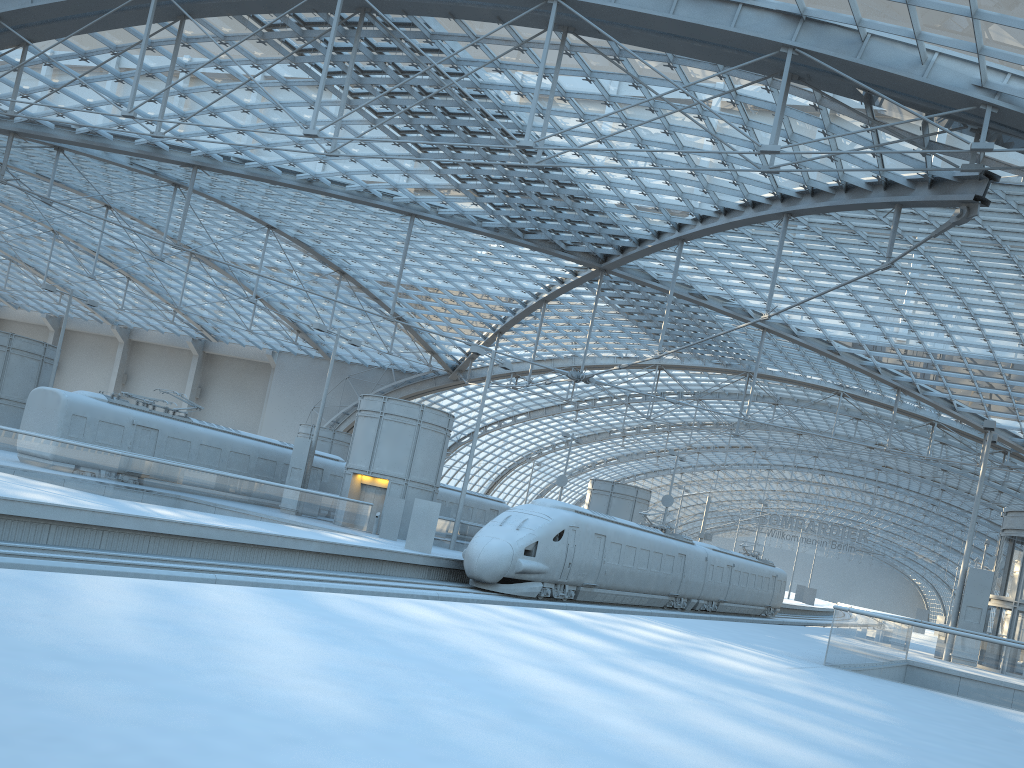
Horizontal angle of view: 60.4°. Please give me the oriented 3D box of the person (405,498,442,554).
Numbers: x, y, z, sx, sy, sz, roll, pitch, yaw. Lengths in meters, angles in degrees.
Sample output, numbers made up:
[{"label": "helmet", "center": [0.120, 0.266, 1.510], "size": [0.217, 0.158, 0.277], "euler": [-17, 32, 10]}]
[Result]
[{"label": "person", "center": [-2.845, 4.588, 28.242], "size": [0.873, 1.700, 0.001], "euler": [12, -2, 4]}]

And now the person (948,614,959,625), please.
[{"label": "person", "center": [30.235, 16.795, 60.455], "size": [0.069, 1.802, 0.777], "euler": [13, -3, -27]}]

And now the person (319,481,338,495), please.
[{"label": "person", "center": [-8.646, 5.445, 40.855], "size": [0.825, 1.726, 0.001], "euler": [12, -2, 4]}]

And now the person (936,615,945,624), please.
[{"label": "person", "center": [32.599, 18.461, 67.002], "size": [0.001, 1.606, 0.806], "euler": [12, -3, -13]}]

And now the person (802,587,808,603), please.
[{"label": "person", "center": [30.286, 21.675, 89.845], "size": [0.866, 1.700, 0.001], "euler": [10, -2, 30]}]

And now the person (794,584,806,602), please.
[{"label": "person", "center": [30.833, 22.469, 94.383], "size": [0.892, 1.793, 0.001], "euler": [10, -2, 25]}]

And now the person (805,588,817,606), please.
[{"label": "person", "center": [29.383, 20.915, 86.289], "size": [0.819, 1.726, 0.001], "euler": [10, -2, 30]}]

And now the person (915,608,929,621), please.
[{"label": "person", "center": [29.264, 16.984, 62.823], "size": [0.001, 1.793, 0.893], "euler": [13, -3, -34]}]

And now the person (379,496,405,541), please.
[{"label": "person", "center": [-4.427, 5.000, 32.495], "size": [0.707, 1.606, 0.001], "euler": [11, -2, 9]}]
